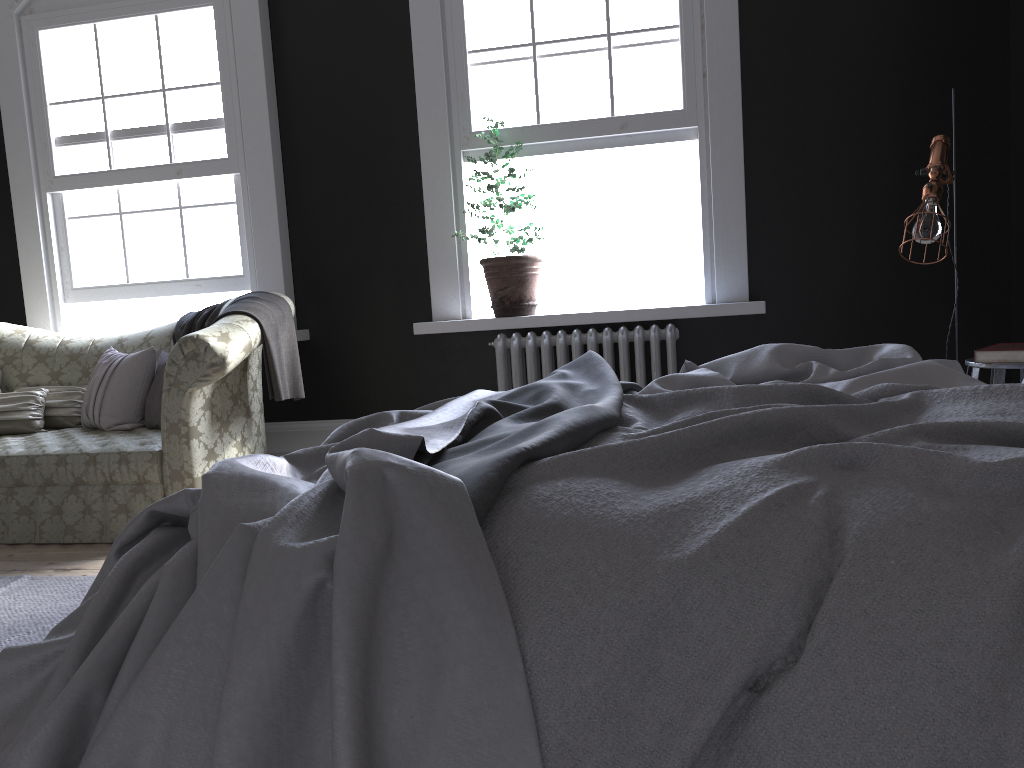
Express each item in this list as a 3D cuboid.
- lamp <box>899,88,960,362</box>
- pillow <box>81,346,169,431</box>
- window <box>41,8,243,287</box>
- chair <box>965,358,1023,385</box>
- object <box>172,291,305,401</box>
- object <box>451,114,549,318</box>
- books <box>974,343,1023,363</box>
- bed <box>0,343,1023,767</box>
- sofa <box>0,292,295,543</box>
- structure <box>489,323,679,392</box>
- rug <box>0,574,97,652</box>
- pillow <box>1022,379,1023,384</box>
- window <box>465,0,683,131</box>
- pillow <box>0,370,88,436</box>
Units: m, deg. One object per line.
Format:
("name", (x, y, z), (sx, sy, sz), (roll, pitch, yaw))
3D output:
("lamp", (2.153, -0.421, 4.089), (1.715, 1.782, 0.437), (-8, 8, -40))
("pillow", (-1.976, 0.017, 4.808), (0.964, 0.462, 0.404), (-2, 6, 19))
("window", (-2.353, -1.469, 5.645), (1.263, 1.675, 0.056), (-3, 6, 11))
("chair", (1.836, 0.245, 3.145), (0.612, 0.674, 0.613), (-8, 7, -34))
("object", (-1.524, -0.195, 4.848), (0.516, 0.586, 1.366), (-7, 6, -29))
("object", (-0.045, -0.955, 5.104), (0.504, 1.136, 0.474), (-8, 8, -38))
("books", (1.810, -0.111, 3.096), (0.275, 0.045, 0.345), (1, 7, 41))
("bed", (0.569, 0.097, 2.126), (3.283, 1.301, 2.760), (-4, 5, 0))
("sofa", (-2.467, 0.145, 4.968), (2.813, 1.163, 1.602), (-3, 5, 12))
("structure", (0.441, 0.104, 5.070), (1.141, 0.850, 0.275), (-3, 6, 11))
("rug", (-2.948, 0.908, 2.756), (3.645, 0.050, 2.101), (-3, 5, 12))
("pillow", (1.634, -0.134, 1.831), (0.680, 0.761, 1.826), (-3, 5, 11))
("window", (0.343, -1.925, 5.065), (1.263, 1.019, 0.056), (-3, 6, 11))
("pillow", (-2.958, 0.087, 4.985), (1.105, 0.417, 0.528), (-3, 5, 11))
